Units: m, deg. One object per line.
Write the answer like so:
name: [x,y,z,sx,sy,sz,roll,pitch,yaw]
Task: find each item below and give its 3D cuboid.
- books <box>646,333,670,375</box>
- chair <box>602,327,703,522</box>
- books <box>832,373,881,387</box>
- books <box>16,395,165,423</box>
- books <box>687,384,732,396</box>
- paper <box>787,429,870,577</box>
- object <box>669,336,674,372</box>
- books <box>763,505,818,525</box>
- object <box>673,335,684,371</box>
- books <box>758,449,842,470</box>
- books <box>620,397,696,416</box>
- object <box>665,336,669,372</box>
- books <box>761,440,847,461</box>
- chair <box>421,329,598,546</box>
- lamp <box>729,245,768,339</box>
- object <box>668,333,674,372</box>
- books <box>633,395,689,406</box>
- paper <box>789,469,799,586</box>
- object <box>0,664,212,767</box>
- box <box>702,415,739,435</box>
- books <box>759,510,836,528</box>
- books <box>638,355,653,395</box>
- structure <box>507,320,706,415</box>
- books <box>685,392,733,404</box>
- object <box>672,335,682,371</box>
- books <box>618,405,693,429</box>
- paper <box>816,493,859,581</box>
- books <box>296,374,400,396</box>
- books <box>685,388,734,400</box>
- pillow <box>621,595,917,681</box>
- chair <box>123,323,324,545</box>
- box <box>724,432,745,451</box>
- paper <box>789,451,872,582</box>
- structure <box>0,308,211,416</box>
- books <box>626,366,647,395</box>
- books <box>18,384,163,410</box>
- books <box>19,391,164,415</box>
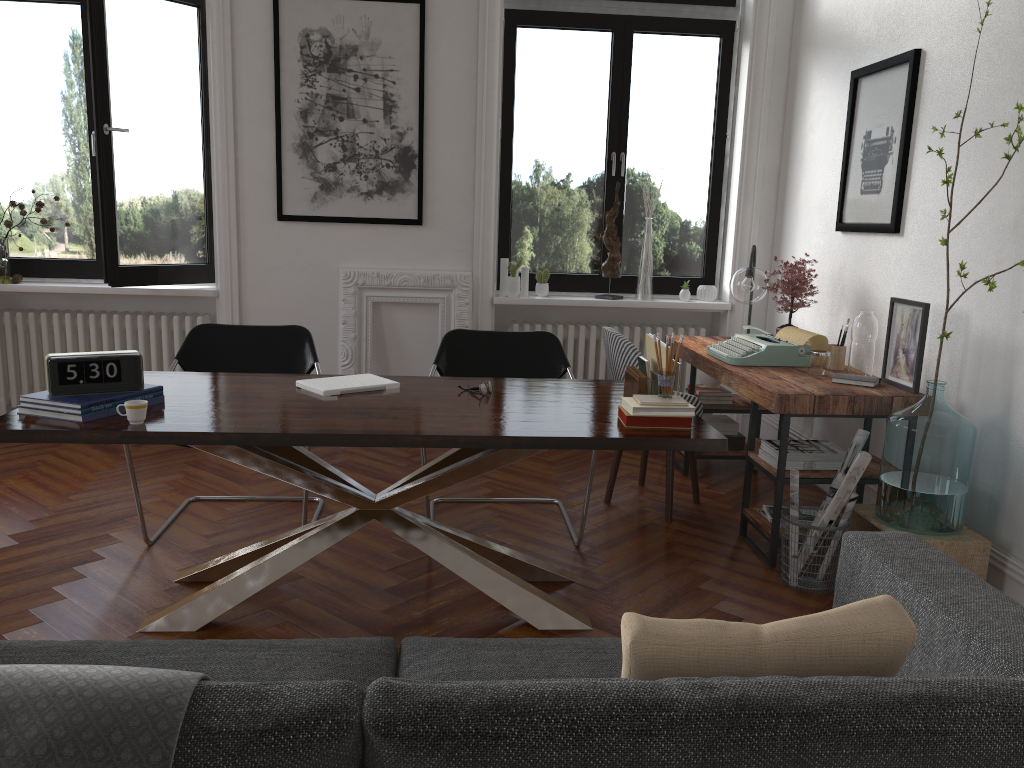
books: [0.534,-0.047,3.227,0.043,0.240,0.308,1,11,-5]
chair: [0.707,0.172,4.431,0.547,0.903,0.713,-1,11,-12]
books: [1.474,-0.020,3.841,0.213,0.031,0.129,9,12,32]
books: [-1.350,0.065,2.860,0.264,0.027,0.346,6,11,20]
books: [1.140,0.036,5.119,0.190,0.023,0.238,1,11,-5]
paper: [1.274,0.489,3.576,0.294,0.628,0.047,-1,12,-12]
object: [0.520,-0.063,2.899,0.008,0.196,0.036,3,12,7]
books: [1.252,0.576,3.896,0.268,0.014,0.195,3,11,6]
object: [0.538,-0.065,2.916,0.044,0.195,0.008,7,13,25]
books: [1.245,0.321,3.803,0.309,0.038,0.224,1,11,-6]
books: [0.477,0.073,2.910,0.207,0.029,0.163,1,11,-7]
object: [0.506,-0.062,2.898,0.008,0.194,0.049,6,12,19]
books: [1.255,0.285,3.804,0.309,0.038,0.224,1,11,-5]
chair: [-0.037,0.232,4.009,0.752,0.876,0.742,1,11,-5]
lamp: [1.338,-0.505,4.997,0.207,0.552,0.440,6,12,18]
object: [0.524,-0.073,2.948,0.008,0.196,0.032,11,15,38]
books: [0.488,0.053,2.918,0.159,0.008,0.128,1,11,-3]
paper: [1.115,0.572,3.503,0.073,0.481,0.033,9,14,31]
object: [-0.786,0.577,1.064,0.752,0.389,0.398,1,11,-5]
box: [1.164,0.236,5.184,0.256,0.066,0.237,1,11,-4]
books: [1.252,0.591,3.899,0.268,0.014,0.195,1,11,-6]
books: [0.489,-0.018,3.249,0.041,0.158,0.128,1,11,-5]
structure: [0.628,-0.020,6.037,1.453,0.781,0.224,1,12,-5]
books: [1.138,0.080,5.127,0.209,0.024,0.246,1,11,-5]
object: [0.539,-0.068,2.927,0.038,0.195,0.008,6,12,21]
books: [0.468,0.107,2.912,0.215,0.040,0.158,1,11,-3]
paper: [1.294,0.615,3.535,0.126,0.390,0.026,6,12,17]
books: [-0.618,0.003,3.350,0.325,0.026,0.230,-7,14,-39]
books: [1.139,0.058,5.121,0.209,0.023,0.250,1,11,-5]
pillow: [0.395,0.553,1.482,0.486,0.462,0.224,1,11,-5]
chair: [-1.209,0.211,3.912,0.752,0.876,0.742,1,11,-5]
box: [1.161,0.312,5.196,0.318,0.083,0.295,1,11,-5]
paper: [1.207,0.520,3.387,0.047,0.612,0.329,-3,13,-24]
structure: [-2.632,-0.080,5.766,1.453,0.781,0.224,1,12,-5]
books: [0.446,0.011,3.209,0.028,0.125,0.220,1,11,-5]
books: [-1.340,0.030,2.841,0.250,0.017,0.343,6,11,20]
books: [-1.340,0.046,2.844,0.250,0.017,0.343,6,11,20]
